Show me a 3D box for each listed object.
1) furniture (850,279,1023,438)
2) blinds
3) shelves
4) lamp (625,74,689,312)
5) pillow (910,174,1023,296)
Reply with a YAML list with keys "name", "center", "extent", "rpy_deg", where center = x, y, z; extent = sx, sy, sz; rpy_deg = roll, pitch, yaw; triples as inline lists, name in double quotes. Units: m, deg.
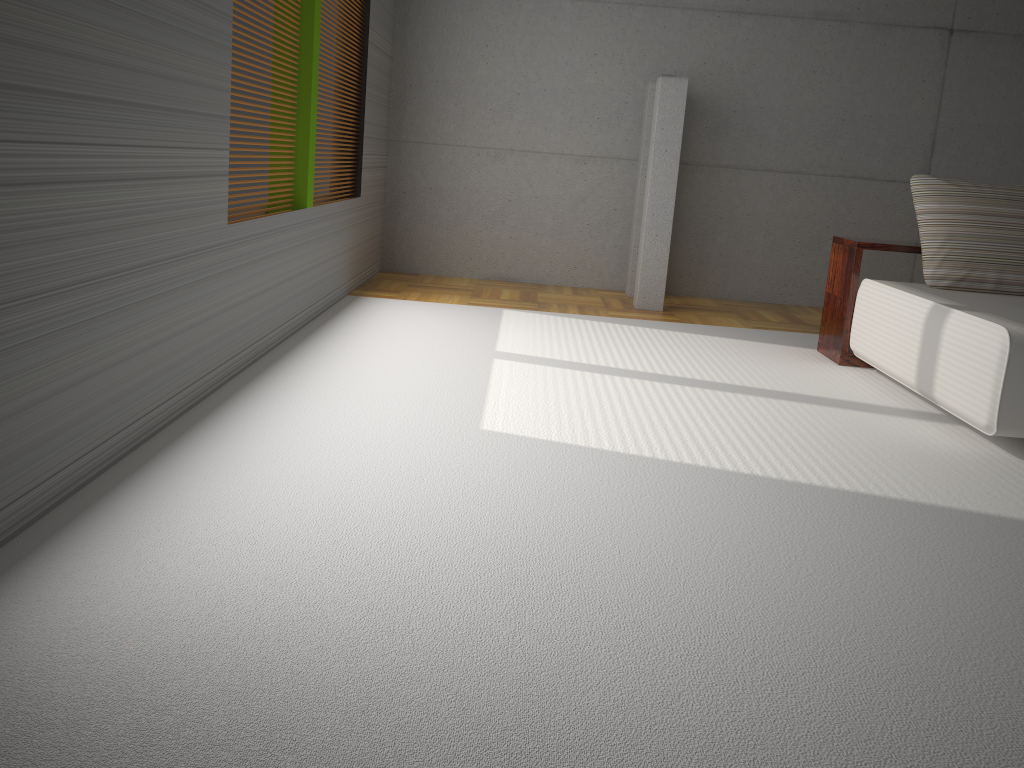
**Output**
- name: "furniture"
  center: [2.991, -0.069, 4.252]
  extent: [2.168, 0.515, 1.638]
  rpy_deg: [5, 14, 0]
- name: "blinds"
  center: [-1.117, -1.846, 4.647]
  extent: [0.012, 2.015, 3.587]
  rpy_deg: [5, 13, 0]
- name: "shelves"
  center: [3.036, -0.410, 5.215]
  extent: [2.250, 0.706, 0.406]
  rpy_deg: [5, 11, 0]
- name: "lamp"
  center: [1.090, -1.458, 6.766]
  extent: [0.200, 1.668, 0.809]
  rpy_deg: [5, 11, 0]
- name: "pillow"
  center: [2.629, -0.812, 4.843]
  extent: [0.801, 0.601, 0.497]
  rpy_deg: [5, 12, 0]
